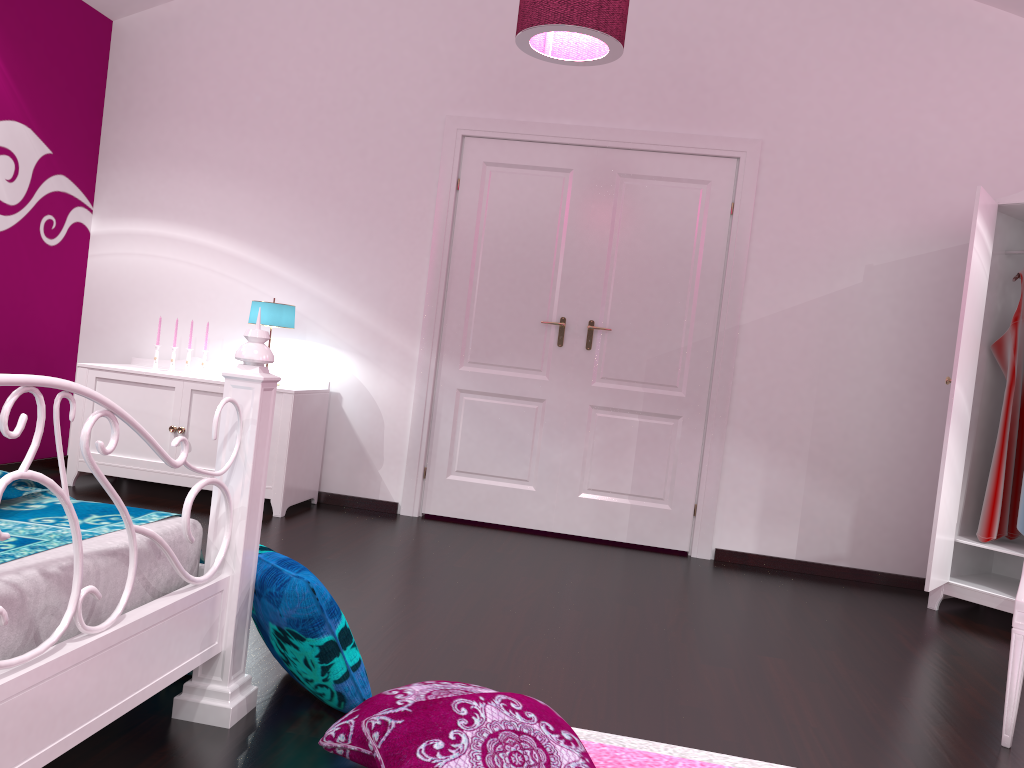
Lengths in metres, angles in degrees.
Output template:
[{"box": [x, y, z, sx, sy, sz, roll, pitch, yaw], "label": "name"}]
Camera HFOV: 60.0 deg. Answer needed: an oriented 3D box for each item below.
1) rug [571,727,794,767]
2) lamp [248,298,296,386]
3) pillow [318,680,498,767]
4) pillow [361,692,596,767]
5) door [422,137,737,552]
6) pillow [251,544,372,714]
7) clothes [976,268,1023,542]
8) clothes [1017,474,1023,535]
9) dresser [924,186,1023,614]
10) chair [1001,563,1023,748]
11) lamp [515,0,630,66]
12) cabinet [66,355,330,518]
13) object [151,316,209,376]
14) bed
[{"box": [0.364, 0.888, 1.050, 1.400, 0.018, 2.100, 7, 1, 8], "label": "rug"}, {"box": [-1.226, -0.217, 4.488, 0.229, 0.438, 0.229, 6, 2, -37], "label": "lamp"}, {"box": [-0.121, 0.737, 1.878, 0.429, 0.142, 0.400, 8, 2, 33], "label": "pillow"}, {"box": [-0.024, 0.711, 1.588, 0.425, 0.224, 0.391, 6, 1, -23], "label": "pillow"}, {"box": [0.325, -0.224, 4.579, 1.405, 2.001, 0.098, 7, 1, 8], "label": "door"}, {"box": [-0.513, 0.586, 2.144, 0.264, 0.357, 0.402, 6, 2, -41], "label": "pillow"}, {"box": [2.219, 0.084, 3.972, 0.315, 1.237, 0.173, 6, 2, -34], "label": "clothes"}, {"box": [2.356, 0.090, 3.831, 0.180, 1.199, 0.191, 8, 2, 32], "label": "clothes"}, {"box": [2.283, 0.103, 3.649, 0.875, 1.893, 0.842, 6, 2, -37], "label": "dresser"}, {"box": [1.700, 0.565, 2.365, 0.528, 0.901, 0.511, 8, 2, 43], "label": "chair"}, {"box": [0.118, -1.722, 2.072, 0.377, 1.129, 2.377, 7, 1, 8], "label": "lamp"}, {"box": [-1.596, 0.208, 4.562, 1.142, 0.734, 0.506, 7, 1, 8], "label": "cabinet"}, {"box": [-1.710, -0.199, 4.591, 0.285, 0.284, 0.043, 7, 1, -3], "label": "object"}, {"box": [-1.806, 0.056, 1.320, 2.317, 1.143, 2.167, 7, 1, 8], "label": "bed"}]
